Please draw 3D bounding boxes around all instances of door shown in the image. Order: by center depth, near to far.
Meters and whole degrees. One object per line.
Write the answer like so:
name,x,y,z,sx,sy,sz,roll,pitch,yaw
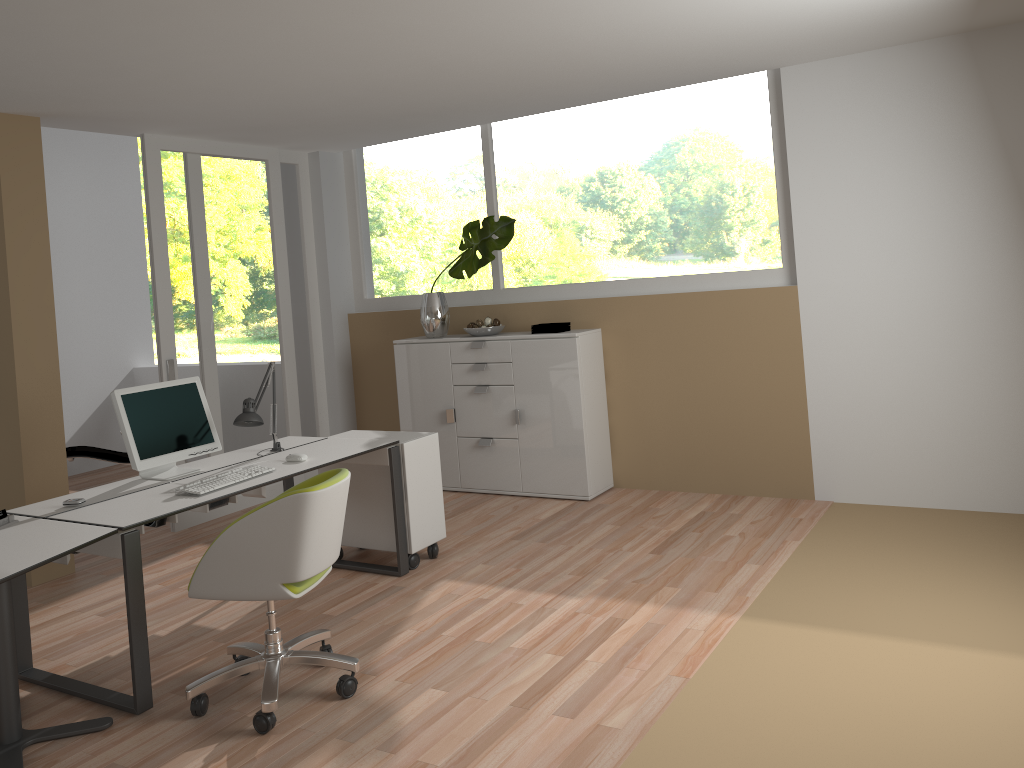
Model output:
door,-2.015,-0.427,6.286,0.060,2.646,1.194,-5,1,32
door,-1.873,-0.479,6.626,0.045,2.646,1.194,-5,1,32

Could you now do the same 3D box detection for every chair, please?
chair,-0.878,0.758,3.291,0.597,0.809,0.624,-4,2,7
chair,-3.372,0.474,7.212,1.439,0.824,0.693,-7,3,-23

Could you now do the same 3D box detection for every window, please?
window,0.181,-1.491,6.370,3.624,1.796,0.045,-1,2,32
window,-0.912,-2.572,13.461,12.040,5.957,2.085,-3,1,15

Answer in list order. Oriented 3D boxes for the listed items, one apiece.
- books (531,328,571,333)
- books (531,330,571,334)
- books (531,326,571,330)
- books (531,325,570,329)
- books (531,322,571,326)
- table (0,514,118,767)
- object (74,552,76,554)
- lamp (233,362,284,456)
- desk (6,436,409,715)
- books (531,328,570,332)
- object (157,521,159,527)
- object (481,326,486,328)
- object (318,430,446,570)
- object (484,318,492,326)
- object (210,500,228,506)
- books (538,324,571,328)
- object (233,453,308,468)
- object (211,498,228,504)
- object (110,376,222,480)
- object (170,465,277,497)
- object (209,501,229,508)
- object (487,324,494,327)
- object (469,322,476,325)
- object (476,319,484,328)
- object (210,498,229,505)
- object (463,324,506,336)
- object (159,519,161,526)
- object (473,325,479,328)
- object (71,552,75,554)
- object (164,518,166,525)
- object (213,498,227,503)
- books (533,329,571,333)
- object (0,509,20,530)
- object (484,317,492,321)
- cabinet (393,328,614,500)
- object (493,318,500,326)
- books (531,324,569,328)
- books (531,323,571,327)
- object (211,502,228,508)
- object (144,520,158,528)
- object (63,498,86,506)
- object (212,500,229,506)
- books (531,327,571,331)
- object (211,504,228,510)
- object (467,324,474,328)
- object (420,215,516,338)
books,0.267,-0.366,6.019,0.221,0.006,0.158,0,8,31
books,0.267,-0.355,6.019,0.221,0.007,0.158,0,8,31
books,0.267,-0.383,6.019,0.221,0.006,0.158,0,8,31
books,0.265,-0.388,6.018,0.221,0.006,0.158,0,8,33
books,0.267,-0.410,6.018,0.221,0.006,0.158,0,8,31
table,-1.867,0.924,3.023,0.923,0.687,0.817,-2,5,29
object,-1.920,0.669,3.752,0.132,0.113,0.040,-2,2,32
lamp,-1.250,0.179,4.343,0.140,0.528,0.542,-5,3,-3
desk,-1.315,0.751,4.093,0.802,0.684,1.615,-2,6,32
books,0.265,-0.372,6.020,0.221,0.007,0.158,-1,8,30
object,-1.693,0.606,4.126,0.132,0.113,0.040,-2,2,32
object,-0.197,-0.379,6.211,0.054,0.065,0.053,-3,3,22
object,-0.721,0.626,4.844,0.619,0.675,0.310,-3,2,32
object,-0.170,-0.437,6.225,0.051,0.066,0.056,-6,3,-35
object,-1.513,0.592,4.417,0.132,0.002,0.120,0,8,31
books,0.267,-0.394,6.021,0.221,0.008,0.159,0,8,31
object,-1.166,0.385,4.209,0.370,0.079,0.141,-3,5,10
object,-1.512,0.583,4.419,0.132,0.002,0.120,0,8,31
object,-1.613,0.209,4.122,0.196,0.430,0.470,-4,3,32
object,-1.344,0.438,3.889,0.386,0.079,0.460,-1,7,27
object,-1.514,0.599,4.415,0.132,0.002,0.120,0,8,31
object,-0.149,-0.390,6.191,0.054,0.064,0.057,-4,3,9
object,-0.284,-0.413,6.345,0.056,0.064,0.053,-4,3,11
object,-0.230,-0.427,6.239,0.053,0.063,0.055,-4,3,16
object,-1.512,0.585,4.419,0.132,0.002,0.120,0,8,31
object,-0.193,-0.380,6.275,0.314,0.063,0.316,-5,7,-3
object,-1.688,0.604,4.134,0.132,0.113,0.040,-2,2,32
object,-0.252,-0.383,6.201,0.056,0.065,0.052,-2,4,44
object,-1.921,0.669,3.752,0.132,0.113,0.040,-2,2,32
object,-1.674,0.600,4.158,0.132,0.113,0.040,-2,2,32
object,-1.512,0.581,4.420,0.132,0.002,0.120,0,8,31
books,0.268,-0.360,6.019,0.221,0.006,0.158,0,8,31
object,-1.948,0.517,3.359,0.049,0.055,0.131,-4,6,7
object,-0.172,-0.450,6.332,0.053,0.070,0.053,-3,3,38
cabinet,-0.103,0.194,6.237,1.519,1.083,0.419,-2,2,32
object,-0.108,-0.428,6.187,0.052,0.068,0.053,-3,3,40
books,0.266,-0.399,6.021,0.221,0.008,0.159,0,8,31
books,0.266,-0.405,6.017,0.221,0.007,0.158,0,8,31
object,-1.514,0.604,4.414,0.132,0.002,0.120,0,8,31
object,-1.695,0.606,4.122,0.132,0.113,0.040,-2,2,32
object,-1.798,0.486,3.615,0.084,0.021,0.048,-3,6,11
object,-1.513,0.594,4.416,0.132,0.002,0.120,0,8,31
books,0.267,-0.377,6.019,0.221,0.006,0.158,0,8,31
object,-1.515,0.613,4.411,0.132,0.002,0.120,0,8,31
object,-0.295,-0.399,6.292,0.056,0.061,0.055,-5,3,-15
object,-0.297,-0.771,6.338,0.855,0.844,0.266,-3,1,29
